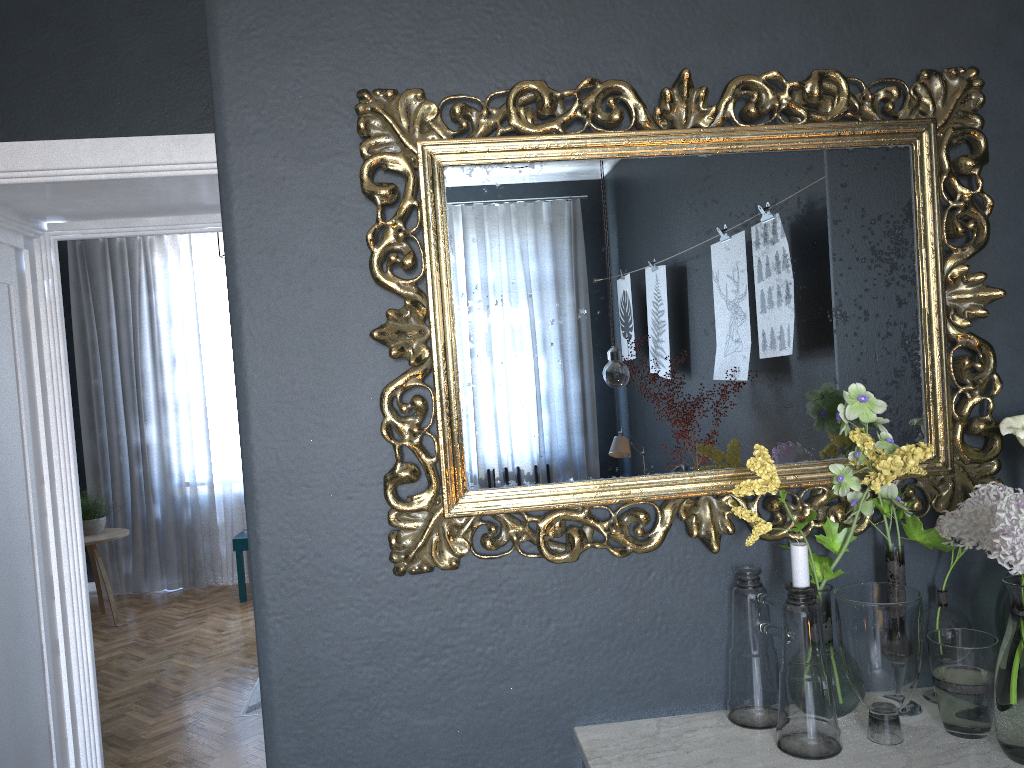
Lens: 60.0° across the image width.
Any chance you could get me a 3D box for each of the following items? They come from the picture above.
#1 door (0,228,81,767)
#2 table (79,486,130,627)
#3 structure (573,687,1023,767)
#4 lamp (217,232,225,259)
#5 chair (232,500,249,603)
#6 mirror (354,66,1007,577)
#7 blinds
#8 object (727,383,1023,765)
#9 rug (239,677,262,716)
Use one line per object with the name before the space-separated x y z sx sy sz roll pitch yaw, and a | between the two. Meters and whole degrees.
door | -1.704 0.544 2.920 0.162 2.188 0.856 -4 2 -6
table | -2.931 1.175 6.163 0.594 0.960 0.730 -4 2 8
structure | 0.667 1.033 1.158 1.065 0.981 0.833 -4 2 -6
lamp | -1.556 -1.071 4.977 0.210 0.714 0.210 -4 2 8
chair | -1.827 1.165 6.673 0.435 0.799 0.592 -4 2 -6
mirror | 0.300 -0.114 1.453 1.056 0.784 0.067 -4 2 -6
blinds | -1.388 0.121 7.101 3.992 2.790 0.312 -4 2 -6
object | 0.709 0.261 1.299 0.727 0.547 0.474 -4 2 -3
rug | -0.688 1.517 5.305 1.458 0.013 2.044 -4 1 -6
